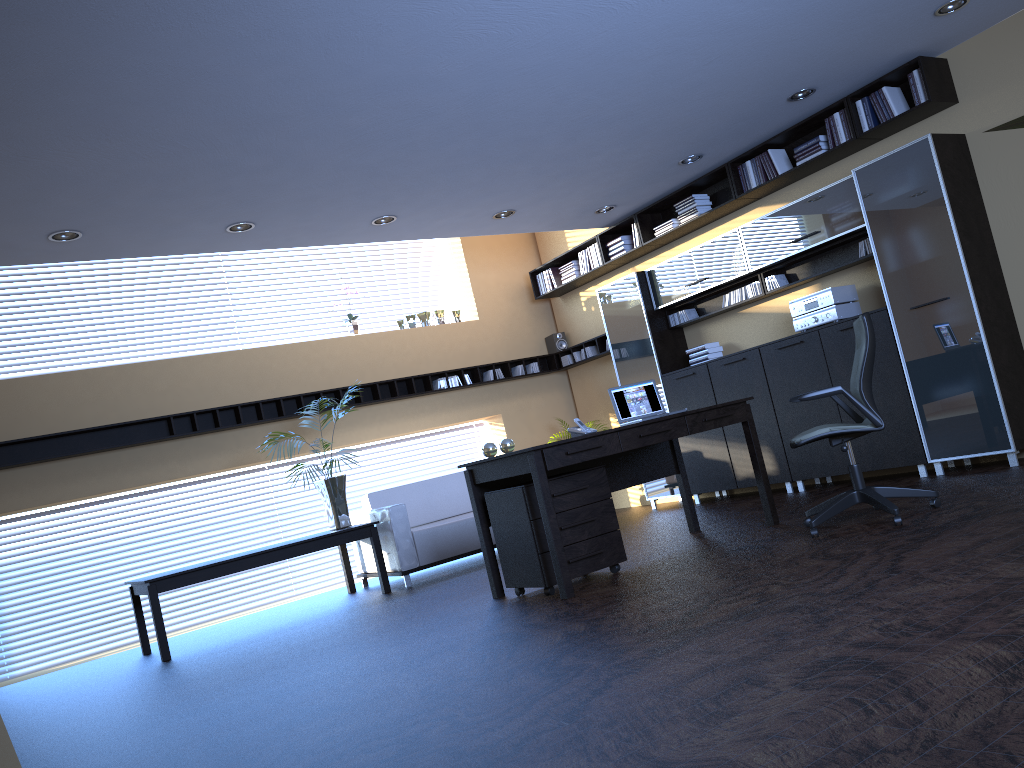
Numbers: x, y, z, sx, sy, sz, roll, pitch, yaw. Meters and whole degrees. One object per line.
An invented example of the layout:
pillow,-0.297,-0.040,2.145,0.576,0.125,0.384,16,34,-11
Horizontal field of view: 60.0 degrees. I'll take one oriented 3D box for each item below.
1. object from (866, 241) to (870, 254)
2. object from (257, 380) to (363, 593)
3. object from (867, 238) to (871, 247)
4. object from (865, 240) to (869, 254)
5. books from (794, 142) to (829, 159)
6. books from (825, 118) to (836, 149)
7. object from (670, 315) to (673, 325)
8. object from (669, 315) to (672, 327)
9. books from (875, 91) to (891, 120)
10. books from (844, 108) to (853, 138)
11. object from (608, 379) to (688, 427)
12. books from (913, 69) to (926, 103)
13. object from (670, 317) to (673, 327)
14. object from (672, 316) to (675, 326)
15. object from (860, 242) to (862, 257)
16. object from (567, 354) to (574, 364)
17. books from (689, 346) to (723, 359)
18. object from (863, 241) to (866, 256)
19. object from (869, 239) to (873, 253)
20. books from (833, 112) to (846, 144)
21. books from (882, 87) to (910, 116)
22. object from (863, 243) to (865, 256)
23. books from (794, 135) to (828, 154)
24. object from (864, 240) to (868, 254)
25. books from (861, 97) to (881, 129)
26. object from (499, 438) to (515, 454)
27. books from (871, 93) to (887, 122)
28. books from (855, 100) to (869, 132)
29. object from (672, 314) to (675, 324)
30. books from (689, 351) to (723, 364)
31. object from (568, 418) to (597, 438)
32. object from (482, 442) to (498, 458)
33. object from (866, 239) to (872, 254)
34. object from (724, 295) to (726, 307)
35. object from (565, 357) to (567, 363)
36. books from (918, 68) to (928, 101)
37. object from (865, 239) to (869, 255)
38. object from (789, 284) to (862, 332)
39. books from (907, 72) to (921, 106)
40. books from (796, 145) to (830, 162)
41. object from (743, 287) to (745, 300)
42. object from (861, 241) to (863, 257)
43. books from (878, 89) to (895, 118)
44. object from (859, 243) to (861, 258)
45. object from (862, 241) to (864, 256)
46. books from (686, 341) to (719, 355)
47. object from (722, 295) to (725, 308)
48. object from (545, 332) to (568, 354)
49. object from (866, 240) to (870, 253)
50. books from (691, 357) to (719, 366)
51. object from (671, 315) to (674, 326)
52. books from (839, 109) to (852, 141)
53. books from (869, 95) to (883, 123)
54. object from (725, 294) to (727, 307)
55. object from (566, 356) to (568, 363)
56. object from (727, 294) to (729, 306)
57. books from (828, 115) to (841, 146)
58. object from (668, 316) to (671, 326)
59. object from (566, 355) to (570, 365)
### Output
object,2.888,-1.102,7.095,0.142,0.120,0.009,-11,-4,-33
object,-1.733,1.036,8.325,1.038,1.856,1.901,-12,-4,-14
object,2.891,-1.104,7.072,0.142,0.124,0.009,-11,-4,-33
object,2.882,-1.101,7.092,0.140,0.118,0.006,-11,-4,-34
books,2.493,-1.925,7.312,0.207,0.031,0.259,-10,-6,-34
books,2.606,-2.000,7.119,0.207,0.260,0.055,-11,-4,-33
object,1.675,-0.650,9.013,0.140,0.118,0.006,-11,-4,-33
object,1.662,-0.646,9.029,0.142,0.120,0.009,-11,-4,-33
books,2.862,-2.096,6.707,0.207,0.259,0.075,-11,-4,-33
books,2.711,-2.041,6.941,0.207,0.258,0.050,-11,-4,-33
object,0.933,0.110,6.112,0.389,0.282,0.324,-11,-5,-24
books,3.021,-2.155,6.457,0.207,0.258,0.036,-11,-4,-33
object,1.669,-0.648,9.021,0.140,0.118,0.006,-11,-4,-34
object,1.689,-0.655,8.999,0.142,0.120,0.009,-11,-4,-34
object,2.856,-1.089,7.147,0.142,0.120,0.030,-11,-4,-34
object,0.730,-0.297,10.511,0.142,0.118,0.040,-11,-4,-34
books,1.899,-0.306,8.675,0.207,0.050,0.259,-10,-6,-33
object,2.872,-1.095,7.121,0.142,0.120,0.030,-11,-4,-34
object,2.896,-1.107,7.053,0.140,0.118,0.006,-11,-4,-34
books,2.657,-2.020,7.028,0.207,0.258,0.050,-11,-4,-34
books,2.892,-2.108,6.651,0.207,0.259,0.075,-11,-4,-34
object,2.865,-1.094,7.117,0.140,0.117,0.026,-10,-4,-34
books,2.489,-1.968,7.292,0.207,0.050,0.259,-10,-6,-34
object,2.882,-1.099,7.103,0.142,0.120,0.009,-10,-4,-34
books,2.791,-2.071,6.811,0.207,0.258,0.050,-11,-4,-34
object,-0.033,0.414,5.919,0.105,0.105,0.105,-12,-4,-15
books,2.842,-2.090,6.731,0.207,0.259,0.075,-11,-4,-34
books,2.764,-2.061,6.854,0.207,0.258,0.050,-11,-4,-34
object,1.690,-0.656,8.987,0.140,0.118,0.006,-11,-4,-34
books,1.897,-0.254,8.677,0.207,0.050,0.259,-10,-6,-33
object,0.465,0.285,5.929,0.147,0.126,0.130,-17,-5,41
object,-0.149,0.440,5.902,0.105,0.105,0.105,-12,-4,-15
object,2.888,-1.104,7.071,0.142,0.120,0.009,-10,-4,-34
object,2.065,-0.792,8.398,0.142,0.112,0.059,-10,-5,-33
object,0.701,-0.288,10.556,0.142,0.120,0.009,-11,-4,-34
books,3.044,-2.164,6.419,0.207,0.258,0.050,-11,-4,-34
object,2.878,-1.100,7.088,0.142,0.124,0.009,-11,-4,-33
object,2.600,-0.621,7.379,0.362,0.281,0.432,-10,-5,-34
books,3.006,-2.148,6.500,0.207,0.258,0.050,-11,-4,-34
books,2.507,-1.897,7.300,0.207,0.031,0.259,-10,-6,-33
object,2.191,-0.842,8.193,0.140,0.116,0.036,-10,-4,-34
object,2.862,-1.091,7.139,0.142,0.120,0.030,-11,-4,-34
books,2.876,-2.102,6.678,0.207,0.259,0.075,-11,-4,-34
object,2.849,-1.085,7.160,0.142,0.118,0.040,-11,-4,-34
object,2.867,-1.093,7.130,0.142,0.120,0.030,-11,-4,-34
books,1.868,-0.350,8.690,0.207,0.050,0.259,-10,-6,-34
object,2.051,-0.787,8.412,0.142,0.112,0.059,-10,-5,-34
object,0.544,-0.486,10.746,0.158,0.229,0.255,-12,-4,-24
object,2.891,-1.103,7.085,0.142,0.120,0.009,-10,-4,-34
books,1.910,-0.205,8.663,0.207,0.050,0.259,-10,-6,-33
object,1.679,-0.652,9.004,0.142,0.120,0.009,-11,-4,-33
books,2.685,-2.031,6.985,0.207,0.258,0.050,-11,-4,-34
books,2.843,-2.087,6.769,0.207,0.259,0.075,-11,-4,-33
object,2.070,-0.794,8.389,0.142,0.112,0.059,-10,-5,-34
object,0.712,-0.292,10.539,0.142,0.120,0.009,-11,-4,-34
object,2.085,-0.800,8.363,0.140,0.109,0.056,-10,-5,-33
books,2.637,-2.011,7.076,0.207,0.258,0.050,-11,-4,-33
object,1.659,-0.644,9.038,0.142,0.120,0.009,-11,-4,-33
object,0.717,-0.294,10.531,0.142,0.120,0.009,-11,-4,-34
